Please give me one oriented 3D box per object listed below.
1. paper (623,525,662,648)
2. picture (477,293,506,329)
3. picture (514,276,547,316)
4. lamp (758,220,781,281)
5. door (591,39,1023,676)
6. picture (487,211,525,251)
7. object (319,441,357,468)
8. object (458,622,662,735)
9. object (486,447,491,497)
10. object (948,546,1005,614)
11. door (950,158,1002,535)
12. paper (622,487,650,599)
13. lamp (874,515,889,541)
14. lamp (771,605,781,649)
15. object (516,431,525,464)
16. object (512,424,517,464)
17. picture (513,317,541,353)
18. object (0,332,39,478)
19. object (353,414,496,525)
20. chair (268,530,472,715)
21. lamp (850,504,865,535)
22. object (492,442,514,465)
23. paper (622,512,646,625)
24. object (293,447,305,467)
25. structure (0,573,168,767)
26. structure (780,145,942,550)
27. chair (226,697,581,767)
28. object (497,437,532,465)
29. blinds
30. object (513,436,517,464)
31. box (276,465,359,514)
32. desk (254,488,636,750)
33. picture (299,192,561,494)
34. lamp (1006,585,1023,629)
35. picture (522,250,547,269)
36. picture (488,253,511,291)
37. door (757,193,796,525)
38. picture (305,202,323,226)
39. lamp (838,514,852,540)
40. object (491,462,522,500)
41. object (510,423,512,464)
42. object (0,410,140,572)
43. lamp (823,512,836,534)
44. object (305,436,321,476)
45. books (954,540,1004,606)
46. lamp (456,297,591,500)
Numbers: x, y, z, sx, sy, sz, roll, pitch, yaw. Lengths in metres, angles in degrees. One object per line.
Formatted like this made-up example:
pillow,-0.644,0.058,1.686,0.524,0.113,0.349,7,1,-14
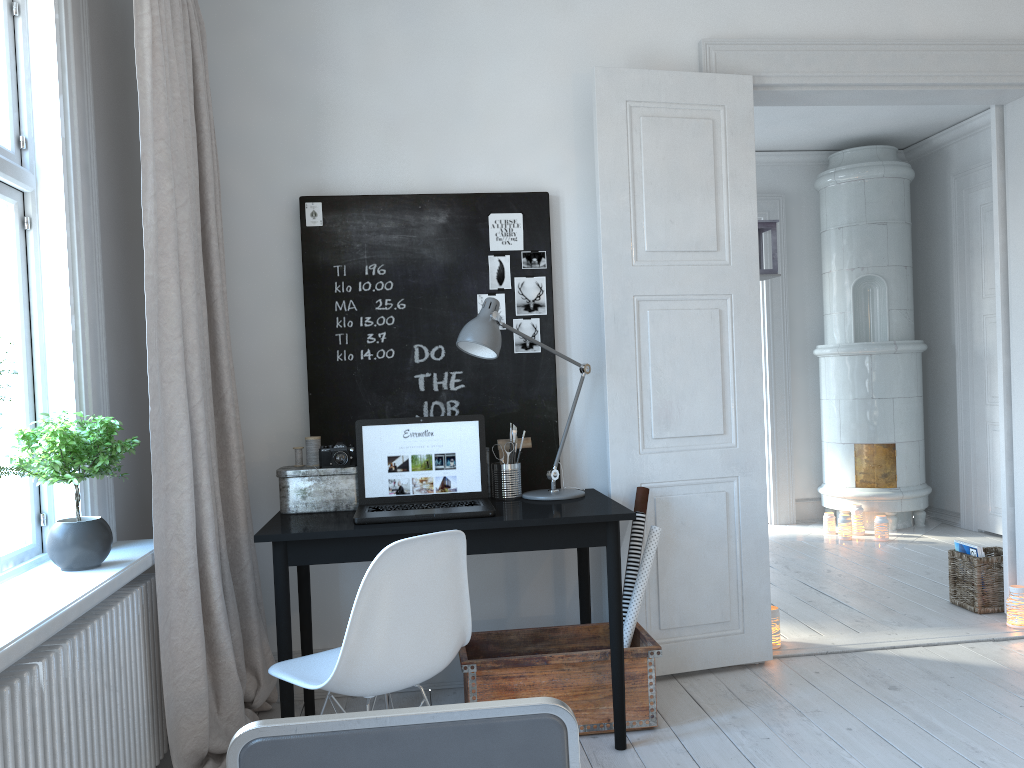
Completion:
paper,0.422,0.823,3.126,0.283,0.627,0.041,-3,2,-28
picture,-0.078,-0.277,3.414,0.107,0.150,0.001,-2,1,-6
picture,0.072,-0.343,3.430,0.121,0.153,0.002,-2,1,-6
lamp,1.351,-1.484,5.078,0.228,1.763,0.228,-3,1,-10
door,1.606,-0.148,3.779,2.598,2.506,0.577,-2,1,-6
picture,-0.020,-0.591,3.415,0.147,0.154,0.004,-2,1,-6
object,-0.598,0.244,3.050,0.137,0.087,0.073,-2,1,-6
object,0.153,1.026,3.069,0.664,0.282,0.339,-2,1,-6
object,-0.118,0.331,3.287,0.079,0.188,0.079,-3,1,-27
object,2.293,0.940,4.269,0.270,0.265,0.224,-2,1,-6
door,3.378,-0.231,5.494,0.306,2.506,1.598,-3,1,-6
paper,0.431,0.762,3.256,0.048,0.747,0.297,-1,2,39
lamp,2.488,0.970,5.968,0.089,0.166,0.089,-3,1,-7
lamp,1.089,1.030,3.755,0.089,0.166,0.089,-3,1,-14
object,0.018,0.292,3.229,0.084,0.240,0.009,-3,2,-29
object,0.001,0.280,3.242,0.012,0.264,0.062,-1,2,36
picture,0.058,-0.189,3.432,0.103,0.136,0.001,-2,1,-6
object,-1.045,0.191,1.562,0.414,0.565,0.304,-2,1,28
object,-0.294,0.272,2.917,0.445,0.315,0.325,-2,1,-6
chair,-0.357,0.780,2.363,0.474,0.824,0.554,-3,1,-41
lamp,2.417,0.950,6.208,0.098,0.210,0.098,-2,1,-2
object,-0.033,0.312,3.235,0.081,0.198,0.050,-2,1,19
paper,0.414,0.806,3.184,0.043,0.669,0.266,-1,2,39
object,-0.761,0.260,3.166,0.040,0.069,0.040,-3,1,-19
structure,-1.068,0.845,1.970,0.195,0.547,1.505,-3,0,-6
structure,2.497,-0.279,6.366,0.800,2.829,1.247,-1,2,39
chair,-0.141,0.791,1.331,0.562,0.798,0.524,-2,1,-6
object,0.018,0.306,3.284,0.138,0.209,0.034,-3,1,-26
blinds,-0.972,-0.111,2.856,0.225,2.648,0.831,-3,1,-7
object,0.006,0.302,3.234,0.009,0.222,0.082,-2,1,23
box,-0.663,0.366,3.137,0.317,0.152,0.193,-2,1,-6
desk,-0.211,0.804,3.023,1.159,0.759,0.651,-2,1,-6
picture,-0.307,-0.141,3.422,0.953,1.172,0.064,-2,1,-6
lamp,2.222,0.979,3.895,0.093,0.180,0.093,-3,1,-23
picture,0.085,-0.482,3.430,0.095,0.071,0.001,-2,1,-6
picture,-0.047,-0.430,3.416,0.083,0.146,0.002,-3,1,-6
door,1.265,-0.151,6.775,2.598,2.506,0.577,-2,1,-6
picture,-0.745,-0.638,3.334,0.061,0.088,0.004,-3,1,-10
lamp,2.276,0.978,6.059,0.089,0.166,0.089,-2,1,-5
object,-0.020,0.352,3.226,0.108,0.128,0.108,-2,1,9
object,-0.003,0.277,3.241,0.008,0.267,0.060,-2,1,10
object,-1.128,0.269,2.278,0.272,0.407,0.309,-1,1,44
lamp,2.252,0.988,6.289,0.084,0.146,0.084,-2,1,-2
object,-0.700,0.253,3.107,0.056,0.130,0.167,-3,1,-8
books,2.279,0.908,4.267,0.201,0.300,0.179,-2,1,-6
lamp,0.062,0.056,3.163,0.616,0.716,0.230,-3,1,-36
